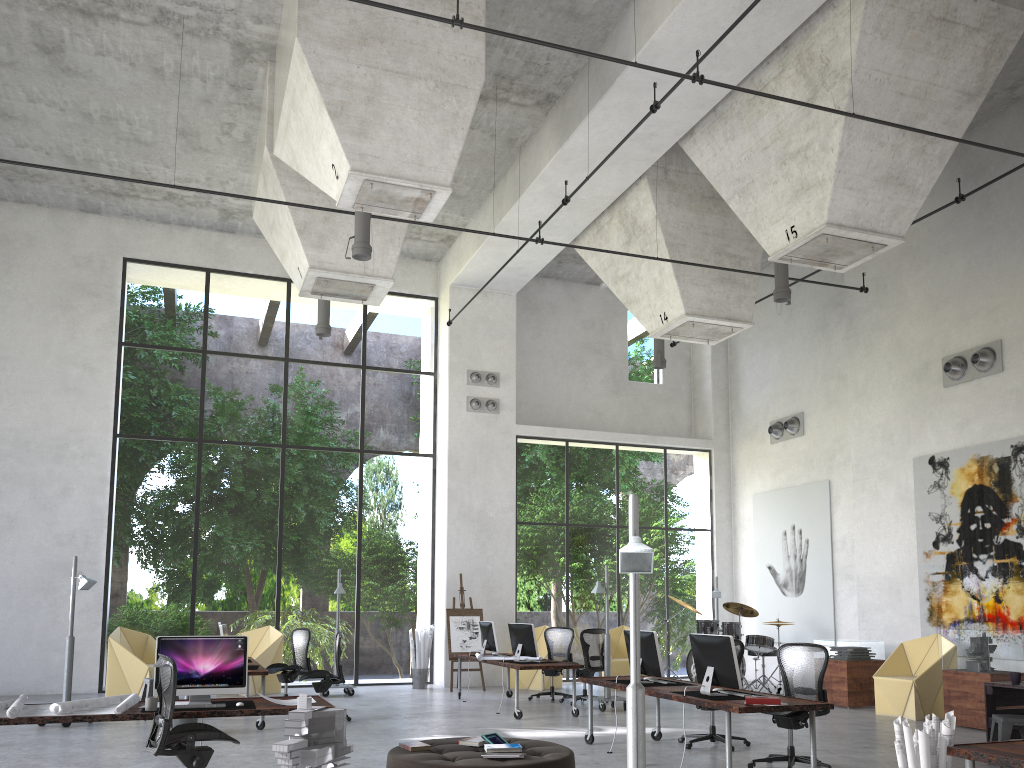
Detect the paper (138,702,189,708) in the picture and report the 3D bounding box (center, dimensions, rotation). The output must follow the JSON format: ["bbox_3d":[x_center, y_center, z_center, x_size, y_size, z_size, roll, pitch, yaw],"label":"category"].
[{"bbox_3d":[-2.743,2.610,7.157,0.485,0.001,0.439,3,-14,-9],"label":"paper"}]

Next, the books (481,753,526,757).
[{"bbox_3d":[-0.062,2.817,6.676,0.301,0.039,0.225,-3,-14,14],"label":"books"}]

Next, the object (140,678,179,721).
[{"bbox_3d":[-4.774,4.257,11.899,0.479,0.522,0.463,7,-12,-35],"label":"object"}]

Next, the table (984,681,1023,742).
[{"bbox_3d":[5.717,3.266,8.304,1.509,0.780,1.634,5,-14,-20],"label":"table"}]

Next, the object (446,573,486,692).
[{"bbox_3d":[-0.880,4.540,16.127,0.695,2.107,0.695,3,-8,-19],"label":"object"}]

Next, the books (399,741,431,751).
[{"bbox_3d":[-0.780,2.915,7.068,0.175,0.032,0.259,8,-16,-28],"label":"books"}]

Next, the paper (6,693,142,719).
[{"bbox_3d":[-3.690,2.459,6.708,0.893,0.101,1.972,-4,-15,18],"label":"paper"}]

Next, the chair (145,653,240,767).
[{"bbox_3d":[-2.288,2.526,6.298,0.777,1.164,0.801,-8,-12,43],"label":"chair"}]

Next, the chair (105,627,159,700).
[{"bbox_3d":[-6.061,4.551,14.329,0.935,1.148,0.999,-2,-10,15],"label":"chair"}]

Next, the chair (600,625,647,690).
[{"bbox_3d":[2.161,5.144,16.535,0.979,1.148,0.954,0,-10,0],"label":"chair"}]

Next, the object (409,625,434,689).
[{"bbox_3d":[-1.688,5.068,16.316,0.416,1.188,0.445,7,-10,-42],"label":"object"}]

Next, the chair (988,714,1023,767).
[{"bbox_3d":[4.832,3.439,8.425,0.420,0.480,0.446,-2,-10,15],"label":"chair"}]

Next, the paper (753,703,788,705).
[{"bbox_3d":[2.156,2.702,7.431,0.290,0.001,0.215,1,-14,-3],"label":"paper"}]

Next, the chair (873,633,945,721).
[{"bbox_3d":[5.755,4.137,12.478,0.937,1.148,0.997,4,-11,-21],"label":"chair"}]

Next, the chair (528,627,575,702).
[{"bbox_3d":[0.695,4.595,14.449,0.772,1.164,0.807,-3,-10,19],"label":"chair"}]

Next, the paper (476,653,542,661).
[{"bbox_3d":[-0.061,4.214,13.629,1.076,0.103,0.998,3,-14,-10],"label":"paper"}]

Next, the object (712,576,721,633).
[{"bbox_3d":[4.205,5.012,17.954,0.580,2.115,0.606,-2,-7,15],"label":"object"}]

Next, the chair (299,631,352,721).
[{"bbox_3d":[-2.506,3.861,11.597,0.797,1.164,0.782,6,-10,-31],"label":"chair"}]

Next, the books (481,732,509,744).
[{"bbox_3d":[-0.138,2.929,7.212,0.145,0.101,0.207,8,-15,-34],"label":"books"}]

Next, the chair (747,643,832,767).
[{"bbox_3d":[2.680,3.070,8.367,0.776,1.164,0.802,-7,-11,38],"label":"chair"}]

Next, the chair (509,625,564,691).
[{"bbox_3d":[0.434,5.124,16.485,0.984,1.148,0.950,-5,-11,28],"label":"chair"}]

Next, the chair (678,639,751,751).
[{"bbox_3d":[2.198,3.419,9.759,0.776,1.164,0.803,7,-11,-36],"label":"chair"}]

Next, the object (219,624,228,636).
[{"bbox_3d":[-3.629,3.389,11.367,0.377,0.542,0.730,2,-12,-13],"label":"object"}]

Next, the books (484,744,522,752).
[{"bbox_3d":[-0.071,2.883,6.956,0.284,0.033,0.202,2,-14,-7],"label":"books"}]

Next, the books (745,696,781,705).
[{"bbox_3d":[2.115,2.671,7.416,0.285,0.051,0.207,-3,-14,12],"label":"books"}]

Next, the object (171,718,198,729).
[{"bbox_3d":[-3.858,3.984,10.347,0.296,0.293,0.404,5,-13,-26],"label":"object"}]

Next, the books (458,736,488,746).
[{"bbox_3d":[-0.293,2.966,7.294,0.198,0.034,0.290,-6,-16,25],"label":"books"}]

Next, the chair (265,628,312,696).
[{"bbox_3d":[-3.304,4.207,12.982,0.775,1.164,0.804,-6,-11,33],"label":"chair"}]

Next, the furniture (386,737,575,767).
[{"bbox_3d":[-0.247,3.127,7.027,1.511,0.420,1.541,5,-14,-18],"label":"furniture"}]

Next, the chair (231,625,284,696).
[{"bbox_3d":[-4.535,4.801,15.294,0.983,1.148,0.950,-4,-11,25],"label":"chair"}]

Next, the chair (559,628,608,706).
[{"bbox_3d":[1.136,4.464,13.923,0.797,1.164,0.781,-6,-11,33],"label":"chair"}]

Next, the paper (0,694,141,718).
[{"bbox_3d":[-3.458,2.469,6.761,1.078,0.103,0.996,5,-15,-20],"label":"paper"}]

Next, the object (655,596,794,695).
[{"bbox_3d":[4.064,4.825,16.410,1.895,1.710,3.016,8,-14,-35],"label":"object"}]

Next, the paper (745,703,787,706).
[{"bbox_3d":[2.147,2.703,7.429,0.292,0.001,0.214,-9,-17,31],"label":"paper"}]

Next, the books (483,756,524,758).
[{"bbox_3d":[-0.068,2.818,6.650,0.300,0.030,0.225,2,-14,-5],"label":"books"}]
